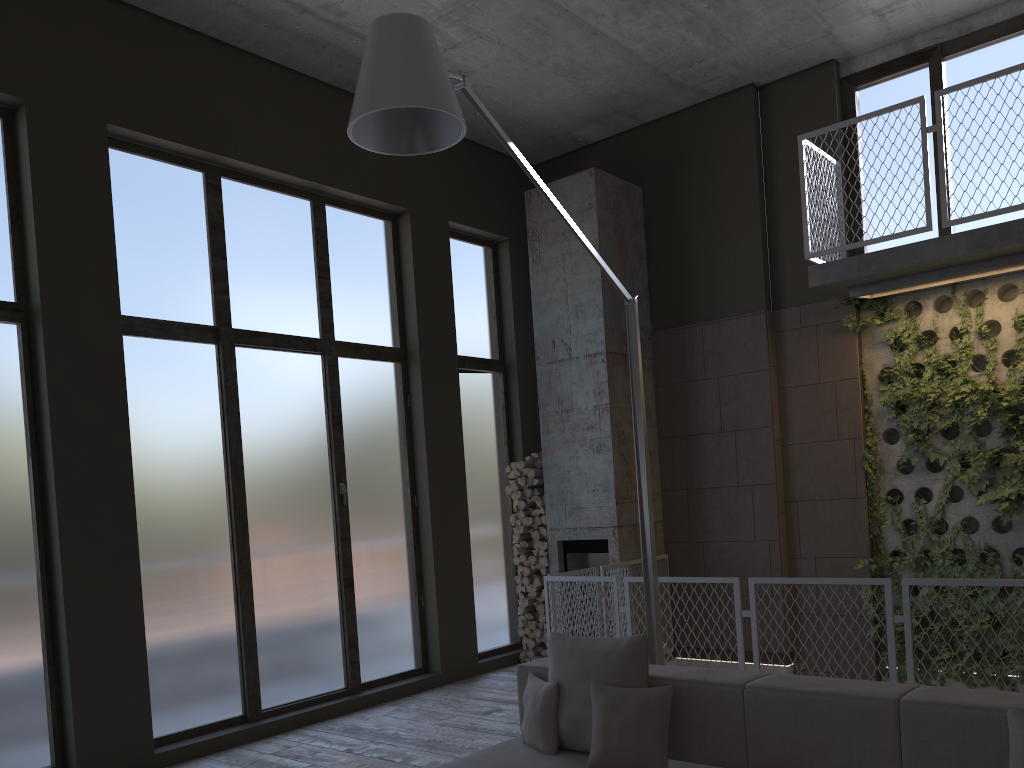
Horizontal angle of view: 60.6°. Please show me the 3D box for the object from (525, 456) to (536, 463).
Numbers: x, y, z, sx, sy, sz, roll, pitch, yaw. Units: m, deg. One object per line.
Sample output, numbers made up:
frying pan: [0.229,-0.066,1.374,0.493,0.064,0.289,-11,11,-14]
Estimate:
object: [0.260,0.751,8.664,0.065,0.073,0.359,-6,-7,38]

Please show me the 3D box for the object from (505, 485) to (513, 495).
object: [0.103,1.055,8.785,0.092,0.092,0.437,-6,-7,39]

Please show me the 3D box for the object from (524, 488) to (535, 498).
object: [0.290,1.070,8.668,0.091,0.089,0.455,-6,-7,38]

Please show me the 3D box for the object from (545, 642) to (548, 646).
object: [0.478,2.550,8.644,0.067,0.085,0.425,-5,-7,37]

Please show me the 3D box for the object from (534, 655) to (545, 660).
object: [0.402,2.717,8.722,0.094,0.083,0.479,-7,-7,39]

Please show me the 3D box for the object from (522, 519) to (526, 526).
object: [0.254,1.367,8.744,0.067,0.067,0.422,-6,-7,39]

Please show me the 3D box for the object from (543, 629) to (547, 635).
object: [0.454,2.423,8.674,0.067,0.071,0.423,-6,-7,39]

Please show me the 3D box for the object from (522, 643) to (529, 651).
object: [0.198,2.604,8.745,0.045,0.072,0.251,-5,-6,39]

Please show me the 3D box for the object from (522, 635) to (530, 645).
object: [0.235,2.563,8.820,0.101,0.102,0.292,-6,-7,41]

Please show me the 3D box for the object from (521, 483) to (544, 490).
object: [0.262,1.011,8.684,0.115,0.079,0.435,-8,-8,38]

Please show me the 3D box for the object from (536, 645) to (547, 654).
object: [0.392,2.639,8.769,0.102,0.086,0.362,-7,-7,39]

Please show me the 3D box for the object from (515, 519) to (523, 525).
object: [0.192,1.376,8.796,0.068,0.067,0.422,-6,-7,39]

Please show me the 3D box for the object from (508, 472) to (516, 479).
object: [0.122,0.915,8.796,0.123,0.068,0.363,-8,-8,40]

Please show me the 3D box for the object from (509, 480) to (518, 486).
object: [0.129,0.985,8.780,0.066,0.086,0.425,-5,-7,37]

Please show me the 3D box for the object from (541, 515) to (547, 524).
object: [0.450,1.316,8.595,0.092,0.092,0.437,-6,-7,39]

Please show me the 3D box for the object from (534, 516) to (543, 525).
object: [0.386,1.336,8.654,0.091,0.089,0.455,-6,-7,39]

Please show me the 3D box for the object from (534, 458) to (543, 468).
object: [0.348,0.785,8.667,0.100,0.107,0.294,-6,-6,40]

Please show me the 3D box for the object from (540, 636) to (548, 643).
object: [0.438,2.488,8.657,0.123,0.067,0.363,-8,-8,40]

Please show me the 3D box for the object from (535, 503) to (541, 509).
object: [0.362,1.205,8.728,0.104,0.102,0.292,-6,-7,39]

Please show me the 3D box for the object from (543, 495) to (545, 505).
object: [0.439,1.133,8.578,0.064,0.125,0.364,-4,-5,38]

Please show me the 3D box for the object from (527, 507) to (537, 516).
object: [0.299,1.268,8.741,0.102,0.086,0.362,-7,-7,39]

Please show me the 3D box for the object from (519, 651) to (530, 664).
object: [0.209,2.725,8.837,0.064,0.125,0.363,-4,-5,38]

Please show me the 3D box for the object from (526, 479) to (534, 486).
object: [0.300,0.962,8.632,0.068,0.066,0.422,-6,-7,39]

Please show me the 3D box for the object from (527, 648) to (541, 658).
object: [0.316,2.663,8.799,0.093,0.093,0.437,-6,-7,39]

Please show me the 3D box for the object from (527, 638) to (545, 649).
object: [0.280,2.557,8.725,0.099,0.106,0.294,-6,-6,40]

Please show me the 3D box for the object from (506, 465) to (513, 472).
object: [0.094,0.845,8.779,0.068,0.068,0.423,-6,-7,38]

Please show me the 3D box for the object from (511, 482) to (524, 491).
object: [0.166,1.018,8.725,0.091,0.089,0.455,-6,-7,39]

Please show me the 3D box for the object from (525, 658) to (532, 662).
object: [0.284,2.747,8.824,0.068,0.067,0.422,-6,-7,39]

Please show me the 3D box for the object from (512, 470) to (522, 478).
object: [0.173,0.888,8.703,0.113,0.079,0.435,-8,-8,38]

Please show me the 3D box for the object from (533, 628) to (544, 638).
object: [0.383,2.440,8.696,0.091,0.089,0.455,-6,-7,38]

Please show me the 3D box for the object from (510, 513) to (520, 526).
object: [0.117,1.355,8.809,0.064,0.125,0.363,-4,-5,38]

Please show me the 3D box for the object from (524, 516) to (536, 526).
object: [0.310,1.347,8.694,0.094,0.083,0.479,-7,-7,39]

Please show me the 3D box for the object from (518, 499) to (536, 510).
object: [0.187,1.187,8.697,0.099,0.106,0.294,-6,-6,40]

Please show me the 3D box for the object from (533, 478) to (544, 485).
object: [0.361,0.950,8.581,0.067,0.067,0.422,-6,-7,39]

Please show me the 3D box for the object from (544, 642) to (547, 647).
object: [0.454,2.575,8.756,0.104,0.102,0.292,-6,-7,39]

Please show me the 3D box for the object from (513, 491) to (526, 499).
object: [0.200,1.091,8.710,0.094,0.083,0.479,-7,-7,39]

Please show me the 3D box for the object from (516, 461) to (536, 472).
object: [0.176,0.812,8.637,0.104,0.102,0.292,-6,-7,39]

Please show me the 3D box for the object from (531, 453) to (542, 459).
object: [0.322,0.706,8.643,0.088,0.055,0.332,-8,-8,38]

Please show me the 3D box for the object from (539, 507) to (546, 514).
object: [0.417,1.231,8.603,0.072,0.072,0.422,-6,-7,39]

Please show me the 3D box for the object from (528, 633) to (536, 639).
object: [0.298,2.482,8.744,0.089,0.056,0.332,-8,-8,38]

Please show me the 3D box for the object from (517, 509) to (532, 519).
object: [0.224,1.293,8.771,0.093,0.093,0.437,-6,-7,39]

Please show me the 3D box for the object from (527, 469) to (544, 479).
object: [0.320,0.877,8.600,0.094,0.092,0.437,-6,-7,39]

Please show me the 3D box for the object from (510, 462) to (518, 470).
object: [0.160,0.823,8.760,0.091,0.090,0.455,-6,-7,38]

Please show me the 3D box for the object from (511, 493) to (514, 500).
object: [0.144,1.112,8.760,0.067,0.067,0.422,-6,-7,39]

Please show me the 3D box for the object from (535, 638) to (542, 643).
object: [0.364,2.515,8.725,0.065,0.074,0.359,-6,-7,38]
